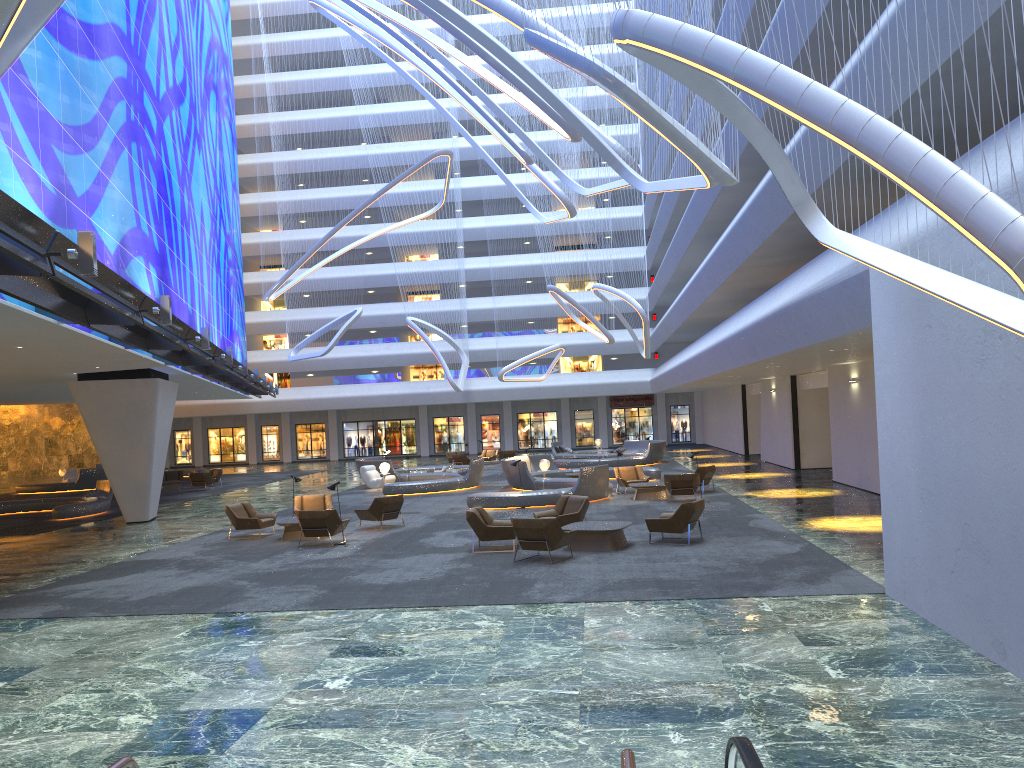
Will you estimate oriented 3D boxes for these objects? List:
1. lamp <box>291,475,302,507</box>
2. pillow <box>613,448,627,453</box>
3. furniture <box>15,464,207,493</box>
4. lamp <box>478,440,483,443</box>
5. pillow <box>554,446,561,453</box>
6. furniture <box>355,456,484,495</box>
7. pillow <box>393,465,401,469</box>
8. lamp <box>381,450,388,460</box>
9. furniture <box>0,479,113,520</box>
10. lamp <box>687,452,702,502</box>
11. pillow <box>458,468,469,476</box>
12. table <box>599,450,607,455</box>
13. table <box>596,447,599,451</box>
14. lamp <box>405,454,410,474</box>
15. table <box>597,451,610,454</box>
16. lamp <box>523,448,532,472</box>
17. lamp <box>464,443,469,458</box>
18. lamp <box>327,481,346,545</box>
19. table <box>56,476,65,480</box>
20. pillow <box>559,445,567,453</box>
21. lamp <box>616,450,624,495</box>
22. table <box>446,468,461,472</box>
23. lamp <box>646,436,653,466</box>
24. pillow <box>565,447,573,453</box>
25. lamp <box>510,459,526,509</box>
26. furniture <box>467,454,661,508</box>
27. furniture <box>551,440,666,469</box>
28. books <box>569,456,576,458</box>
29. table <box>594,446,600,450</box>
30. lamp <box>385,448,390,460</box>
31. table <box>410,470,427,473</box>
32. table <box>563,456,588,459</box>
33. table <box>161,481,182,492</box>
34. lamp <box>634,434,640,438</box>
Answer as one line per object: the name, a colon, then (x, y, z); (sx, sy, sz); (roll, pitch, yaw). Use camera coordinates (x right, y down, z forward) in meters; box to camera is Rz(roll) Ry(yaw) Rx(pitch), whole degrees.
lamp: (-5.175, 2.831, 21.255); (0.202, 1.300, 0.384); (-3, 0, 22)
pillow: (5.199, 3.181, 42.538); (0.692, 0.262, 0.878); (-2, -2, -33)
furniture: (-20.132, 4.544, 44.664); (5.189, 0.969, 9.926); (-4, -2, 22)
lamp: (-1.621, 3.543, 45.891); (0.384, 1.300, 0.202); (-3, 0, -33)
pillow: (2.430, 3.399, 46.064); (0.295, 0.368, 0.769); (-3, -2, 18)
furniture: (-3.697, 3.360, 34.203); (5.185, 0.969, 9.933); (-3, -2, -3)
pillow: (-5.098, 3.594, 38.203); (0.443, 0.207, 0.445); (-2, -2, -33)
lamp: (-5.277, 3.393, 36.733); (0.384, 1.300, 0.202); (-3, 0, -2)
furniture: (-17.628, 3.855, 28.943); (9.933, 0.969, 5.185); (-4, -2, 22)
lamp: (4.754, 2.406, 23.001); (0.384, 1.300, 0.202); (-3, 0, 23)
pillow: (-1.465, 3.106, 31.361); (0.692, 0.262, 0.877); (-3, -2, 14)
table: (4.301, 3.449, 42.002); (0.418, 0.595, 0.428); (-3, -1, 2)
table: (4.539, 3.609, 46.767); (0.417, 0.595, 0.428); (-2, -1, -41)
lamp: (-3.685, 3.127, 31.514); (0.202, 1.300, 0.384); (-3, 0, -19)
table: (4.677, 3.664, 45.374); (0.671, 0.406, 0.674); (-3, -2, 2)
lamp: (0.583, 2.926, 31.745); (0.384, 1.300, 0.202); (-3, 0, 23)
lamp: (-2.121, 3.443, 42.423); (0.202, 1.300, 0.384); (-3, 0, -32)
lamp: (-3.589, 2.641, 18.132); (0.384, 1.300, 0.202); (-3, 0, 23)
table: (-21.862, 4.771, 43.034); (0.418, 0.595, 0.428); (-3, -1, 4)
pillow: (2.639, 3.365, 46.080); (0.315, 0.386, 0.784); (-3, -2, 21)
lamp: (3.168, 2.597, 26.125); (0.202, 1.300, 0.384); (-3, 0, 22)
table: (-2.333, 3.691, 36.556); (0.673, 0.406, 0.672); (-2, -2, -33)
lamp: (5.970, 2.904, 38.503); (0.202, 1.300, 0.384); (-3, 0, -35)
pillow: (2.876, 3.455, 46.350); (0.875, 0.280, 0.684); (-5, -2, 42)
lamp: (0.156, 2.650, 23.506); (0.384, 1.300, 0.202); (-3, 0, 23)
furniture: (1.343, 2.891, 28.029); (5.189, 0.969, 9.926); (-4, -2, 22)
furniture: (4.531, 3.266, 42.833); (5.185, 0.969, 9.932); (-3, -2, 2)
books: (2.845, 3.388, 41.109); (0.395, 0.039, 0.301); (-4, -2, 19)
table: (4.687, 3.655, 48.027); (0.417, 0.595, 0.428); (-3, -1, -21)
lamp: (-5.496, 3.491, 39.136); (0.202, 1.300, 0.384); (-3, 0, -41)
table: (-3.841, 3.760, 36.418); (0.674, 0.406, 0.671); (-4, -2, 25)
table: (2.950, 3.597, 41.137); (1.203, 0.392, 1.203); (-3, -2, 6)
table: (-14.531, 4.319, 37.312); (1.202, 0.392, 1.204); (-2, -2, -30)
lamp: (6.061, 3.046, 42.561); (0.384, 1.300, 0.202); (-3, 0, 5)
